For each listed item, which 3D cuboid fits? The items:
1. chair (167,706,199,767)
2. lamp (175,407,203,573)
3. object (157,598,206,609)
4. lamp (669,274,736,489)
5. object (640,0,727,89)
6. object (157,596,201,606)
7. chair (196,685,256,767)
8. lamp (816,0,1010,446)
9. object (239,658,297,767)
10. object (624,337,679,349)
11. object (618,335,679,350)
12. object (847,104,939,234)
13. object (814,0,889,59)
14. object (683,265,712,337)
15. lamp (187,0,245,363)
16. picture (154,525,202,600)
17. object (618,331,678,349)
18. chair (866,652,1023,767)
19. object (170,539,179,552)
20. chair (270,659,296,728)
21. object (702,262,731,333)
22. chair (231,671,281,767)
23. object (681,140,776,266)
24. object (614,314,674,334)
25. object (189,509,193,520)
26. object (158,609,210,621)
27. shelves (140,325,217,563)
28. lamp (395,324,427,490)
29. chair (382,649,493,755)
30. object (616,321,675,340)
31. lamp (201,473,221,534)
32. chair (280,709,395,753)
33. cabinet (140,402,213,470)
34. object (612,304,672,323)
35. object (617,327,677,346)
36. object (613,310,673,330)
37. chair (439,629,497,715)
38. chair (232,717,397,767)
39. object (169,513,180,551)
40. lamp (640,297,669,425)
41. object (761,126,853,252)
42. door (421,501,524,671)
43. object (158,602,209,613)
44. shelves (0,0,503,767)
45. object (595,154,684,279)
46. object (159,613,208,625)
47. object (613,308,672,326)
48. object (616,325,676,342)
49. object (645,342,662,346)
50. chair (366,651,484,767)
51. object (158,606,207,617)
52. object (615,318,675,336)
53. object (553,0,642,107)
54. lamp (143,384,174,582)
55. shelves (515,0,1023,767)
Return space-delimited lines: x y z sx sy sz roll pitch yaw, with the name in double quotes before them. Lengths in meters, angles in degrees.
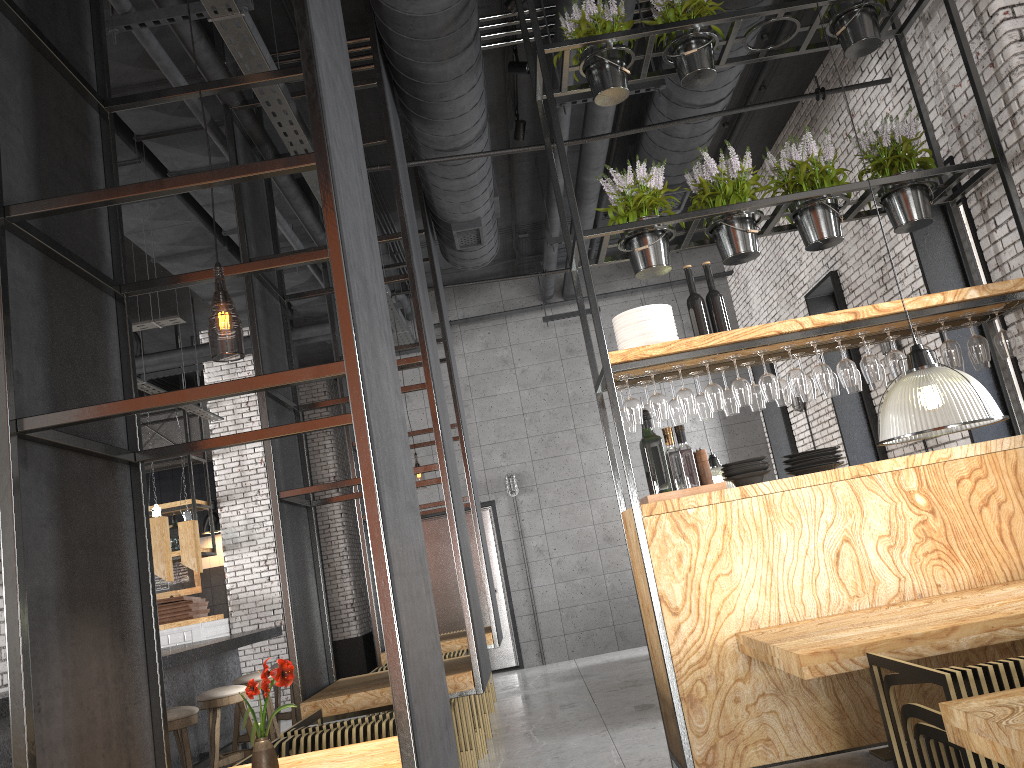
"chair" -1.915 2.267 5.032 0.480 0.809 0.437 0 -16 -41
"lamp" -2.843 0.866 7.688 0.127 1.553 0.127 -10 -12 -1
"object" -3.931 2.617 10.556 0.405 0.044 0.633 -9 -11 -7
"lamp" 1.619 -0.152 7.988 0.535 2.416 0.536 -19 -15 34
"object" 1.050 -2.059 5.269 0.416 0.561 0.465 1 -16 -42
"object" -3.991 2.571 10.503 0.406 0.094 0.634 -10 -11 -3
"chair" -1.861 2.445 5.955 0.439 0.809 0.478 -8 -12 -12
"lamp" 1.654 -0.948 4.117 0.535 2.416 0.536 -19 -15 34
"object" -0.704 0.994 2.615 0.171 0.356 0.155 1 -17 -42
"object" 0.754 -0.185 4.858 0.335 0.046 0.333 -6 -12 -20
"object" 0.751 -0.204 4.861 0.335 0.037 0.333 -3 -14 -34
"object" 2.205 -1.154 5.044 0.416 0.561 0.466 -14 -13 18
"object" 2.018 -2.239 5.264 0.416 0.561 0.465 -12 -12 9
"object" 1.020 -0.430 4.906 0.098 0.473 0.097 -5 -13 -23
"lamp" -1.046 -0.854 2.999 0.108 1.606 0.108 -4 -14 -28
"picture" -5.504 2.849 14.188 0.980 1.147 0.020 -10 -12 -1
"object" 0.747 -0.223 4.865 0.335 0.040 0.333 -2 -14 -36
"chair" 1.651 1.202 2.822 0.657 0.733 0.636 -10 -12 -1
"object" -4.197 1.998 10.989 0.118 0.181 0.118 -5 -13 -24
"chair" -1.832 2.797 7.704 0.439 0.809 0.478 -3 -14 -31
"object" 1.126 -0.450 4.908 0.098 0.473 0.097 -5 -13 -23
"chair" -1.983 2.646 6.830 0.439 0.809 0.478 -10 -12 -2
"object" 1.240 -0.972 5.057 0.467 0.561 0.414 -9 -12 -7
"object" 0.730 -0.313 4.886 0.335 0.041 0.333 -4 -13 -31
"object" -4.060 1.827 11.211 0.140 0.552 0.096 -11 -12 3
"object" -3.908 2.746 10.527 0.405 0.044 0.633 -11 -11 1
"shelves" -6.858 1.168 11.365 5.677 3.079 0.595 -10 -12 -1
"lamp" -0.951 0.161 8.058 0.108 1.606 0.108 -18 -14 30
"chair" -0.545 2.390 6.650 0.657 0.733 0.636 -10 -12 0
"object" 0.737 -0.275 4.877 0.334 0.039 0.333 -12 -11 7
"lamp" -4.776 1.879 14.057 0.390 0.941 0.389 -11 -12 1
"chair" -0.622 1.889 4.124 0.657 0.733 0.636 -11 -12 1
"cabinet" -6.765 1.444 13.634 5.864 1.776 0.679 -10 -12 -1
"object" 0.720 -0.369 4.899 0.335 0.039 0.333 -5 -13 -27
"object" 0.743 -0.241 4.870 0.335 0.039 0.333 -3 -14 -34
"object" 0.727 -0.331 4.890 0.335 0.044 0.333 -4 -13 -30
"chair" -0.532 2.745 8.402 0.657 0.733 0.636 -10 -12 -2
"chair" -0.636 1.737 3.369 0.657 0.733 0.636 -11 -12 1
"object" -4.245 1.861 11.197 0.157 0.556 0.105 -11 -12 3
"lamp" 1.649 0.186 9.672 0.534 2.416 0.536 -21 -16 40
"object" 1.712 -1.056 5.074 0.467 0.561 0.415 1 -17 -44
"door" -0.581 2.623 11.266 1.120 2.112 0.157 -10 -12 -1
"object" -3.923 2.660 10.546 0.405 0.044 0.633 -10 -11 0
"shelves" -1.014 -0.310 5.524 1.003 4.385 6.122 -10 -12 -1
"object" 0.744 -0.890 5.010 0.416 0.561 0.465 -2 -15 -35
"object" -3.900 2.788 10.518 0.405 0.044 0.633 -9 -11 -5
"object" 0.723 -0.350 4.894 0.335 0.039 0.333 -5 -13 -26
"object" 0.740 -0.260 4.873 0.334 0.041 0.334 -15 -12 21
"object" 0.758 -0.166 4.853 0.333 0.033 0.334 -19 -14 36
"chair" -0.578 2.248 5.923 0.657 0.733 0.636 -10 -12 -2
"object" -3.916 2.703 10.537 0.405 0.044 0.633 -10 -11 -4
"object" 0.733 -0.294 4.881 0.335 0.043 0.333 -7 -12 -17
"object" 0.536 -1.959 5.293 0.467 0.561 0.414 -4 -13 -26
"lamp" -2.850 0.768 7.047 0.127 1.613 0.127 -10 -12 -1
"shelves" 1.554 -0.580 4.949 2.333 5.040 0.687 -10 -12 -1
